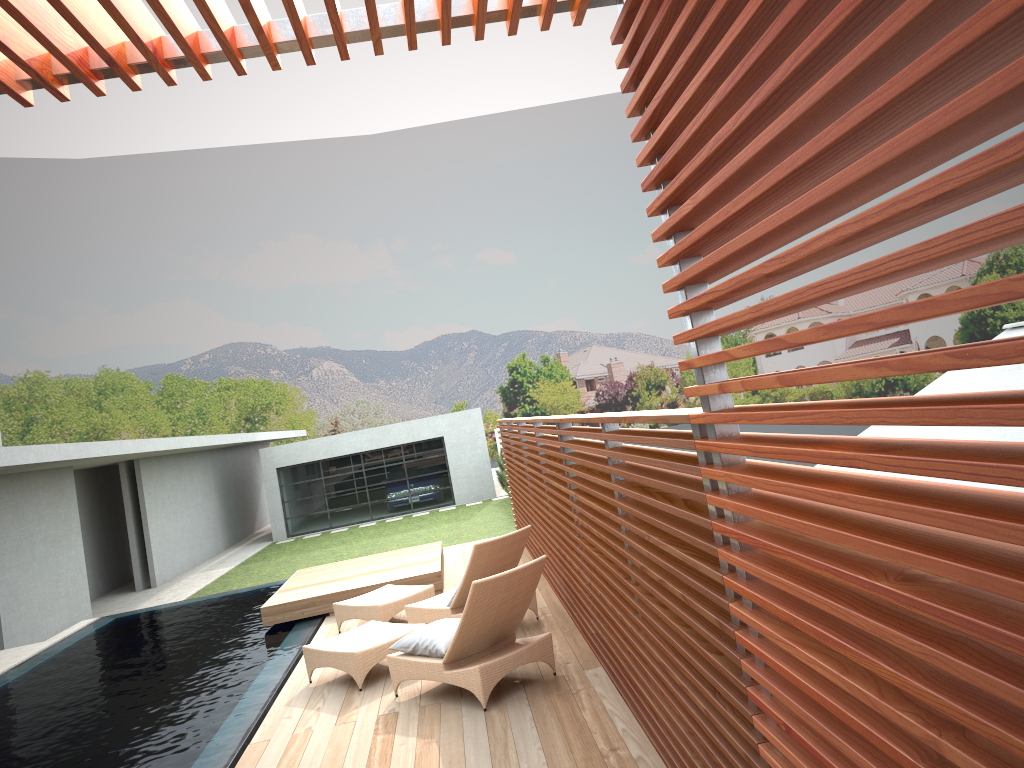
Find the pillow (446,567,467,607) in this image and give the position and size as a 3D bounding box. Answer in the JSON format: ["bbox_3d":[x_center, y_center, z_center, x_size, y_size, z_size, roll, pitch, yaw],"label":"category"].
[{"bbox_3d":[-0.252,1.678,7.801,0.422,0.431,0.611,-14,-5,43],"label":"pillow"}]

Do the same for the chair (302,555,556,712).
[{"bbox_3d":[-0.701,1.803,6.646,0.703,0.834,2.269,-6,-5,-45],"label":"chair"}]

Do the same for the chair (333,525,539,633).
[{"bbox_3d":[-0.779,1.864,8.313,2.269,0.834,0.703,-13,-5,44],"label":"chair"}]

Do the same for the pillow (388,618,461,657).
[{"bbox_3d":[-0.483,1.812,6.381,0.587,0.196,0.598,-13,-3,41],"label":"pillow"}]
